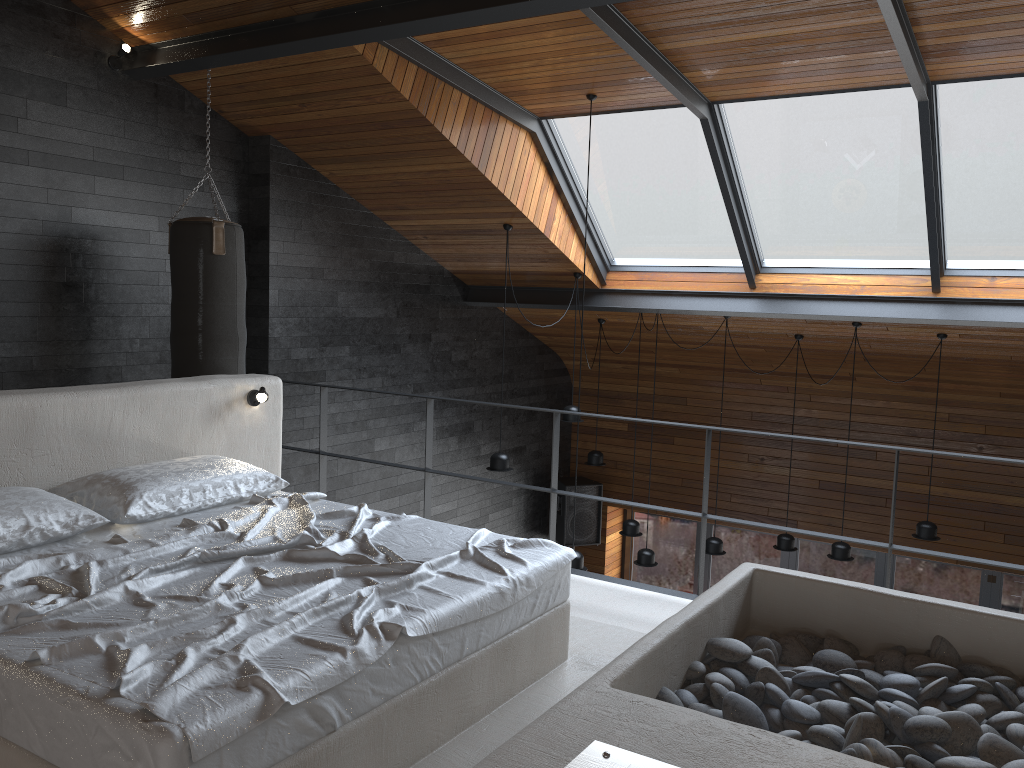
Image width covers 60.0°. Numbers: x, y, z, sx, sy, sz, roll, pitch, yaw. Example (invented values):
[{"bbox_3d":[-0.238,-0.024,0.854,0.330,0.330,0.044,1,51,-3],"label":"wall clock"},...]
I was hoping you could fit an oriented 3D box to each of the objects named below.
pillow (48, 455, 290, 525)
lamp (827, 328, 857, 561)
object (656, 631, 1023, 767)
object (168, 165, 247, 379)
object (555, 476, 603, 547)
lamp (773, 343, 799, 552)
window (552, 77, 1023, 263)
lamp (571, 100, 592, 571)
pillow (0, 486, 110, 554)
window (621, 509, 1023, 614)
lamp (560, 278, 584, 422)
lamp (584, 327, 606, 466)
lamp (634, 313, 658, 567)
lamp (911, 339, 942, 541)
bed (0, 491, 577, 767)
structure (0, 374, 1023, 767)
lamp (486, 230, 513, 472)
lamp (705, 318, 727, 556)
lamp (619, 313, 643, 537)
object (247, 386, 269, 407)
[{"bbox_3d":[-1.446,0.429,3.819,0.509,0.173,0.842,5,7,32],"label":"pillow"},{"bbox_3d":[2.703,0.461,7.122,0.210,1.911,0.210,0,6,-21],"label":"lamp"},{"bbox_3d":[1.255,0.988,2.321,1.842,0.246,1.436,5,7,32],"label":"object"},{"bbox_3d":[-1.808,-0.490,5.296,0.442,1.602,0.445,-1,6,-30],"label":"object"},{"bbox_3d":[0.609,2.222,9.912,0.639,2.298,0.686,0,6,-20],"label":"object"},{"bbox_3d":[2.429,0.444,7.679,0.210,2.002,0.210,0,6,-21],"label":"lamp"},{"bbox_3d":[2.188,-1.387,6.090,3.819,1.031,1.213,5,6,32],"label":"window"},{"bbox_3d":[0.475,-0.303,6.057,0.210,3.208,0.210,-2,7,-35],"label":"lamp"},{"bbox_3d":[-1.921,0.484,3.062,0.502,0.176,0.837,5,7,32],"label":"pillow"},{"bbox_3d":[3.786,2.309,9.080,5.936,1.521,0.101,5,6,32],"label":"window"},{"bbox_3d":[0.524,-0.290,7.447,0.210,1.206,0.210,0,6,-21],"label":"lamp"},{"bbox_3d":[0.825,0.089,8.476,0.210,1.369,0.210,0,6,-21],"label":"lamp"},{"bbox_3d":[1.197,0.425,7.581,0.210,2.273,0.210,0,6,-21],"label":"lamp"},{"bbox_3d":[3.298,0.433,6.933,0.210,1.565,0.210,0,6,-21],"label":"lamp"},{"bbox_3d":[-1.060,0.774,3.103,2.011,0.484,1.826,5,7,32],"label":"bed"},{"bbox_3d":[-0.171,0.750,2.541,4.614,1.120,2.634,5,6,32],"label":"structure"},{"bbox_3d":[-0.066,-0.257,6.841,0.210,1.853,0.210,0,6,-21],"label":"lamp"},{"bbox_3d":[1.784,0.446,7.598,0.210,2.034,0.210,0,6,-21],"label":"lamp"},{"bbox_3d":[1.096,0.325,7.827,0.210,2.036,0.210,0,6,-21],"label":"lamp"},{"bbox_3d":[-1.277,0.066,4.439,0.085,0.106,0.165,-1,6,-30],"label":"object"}]
